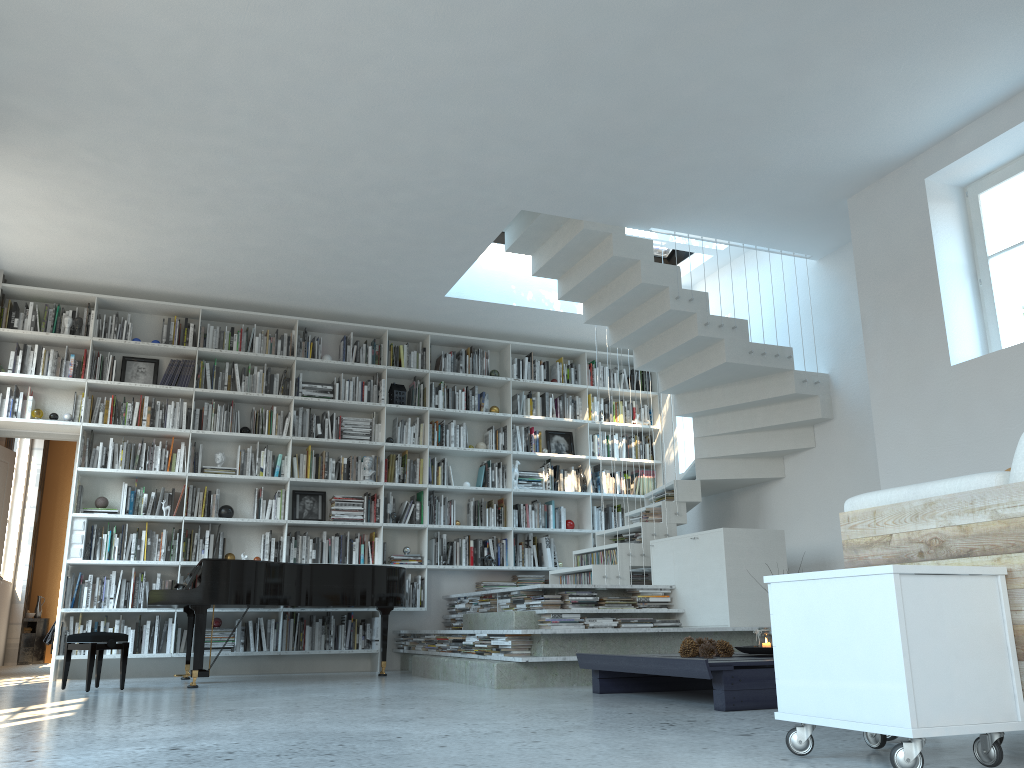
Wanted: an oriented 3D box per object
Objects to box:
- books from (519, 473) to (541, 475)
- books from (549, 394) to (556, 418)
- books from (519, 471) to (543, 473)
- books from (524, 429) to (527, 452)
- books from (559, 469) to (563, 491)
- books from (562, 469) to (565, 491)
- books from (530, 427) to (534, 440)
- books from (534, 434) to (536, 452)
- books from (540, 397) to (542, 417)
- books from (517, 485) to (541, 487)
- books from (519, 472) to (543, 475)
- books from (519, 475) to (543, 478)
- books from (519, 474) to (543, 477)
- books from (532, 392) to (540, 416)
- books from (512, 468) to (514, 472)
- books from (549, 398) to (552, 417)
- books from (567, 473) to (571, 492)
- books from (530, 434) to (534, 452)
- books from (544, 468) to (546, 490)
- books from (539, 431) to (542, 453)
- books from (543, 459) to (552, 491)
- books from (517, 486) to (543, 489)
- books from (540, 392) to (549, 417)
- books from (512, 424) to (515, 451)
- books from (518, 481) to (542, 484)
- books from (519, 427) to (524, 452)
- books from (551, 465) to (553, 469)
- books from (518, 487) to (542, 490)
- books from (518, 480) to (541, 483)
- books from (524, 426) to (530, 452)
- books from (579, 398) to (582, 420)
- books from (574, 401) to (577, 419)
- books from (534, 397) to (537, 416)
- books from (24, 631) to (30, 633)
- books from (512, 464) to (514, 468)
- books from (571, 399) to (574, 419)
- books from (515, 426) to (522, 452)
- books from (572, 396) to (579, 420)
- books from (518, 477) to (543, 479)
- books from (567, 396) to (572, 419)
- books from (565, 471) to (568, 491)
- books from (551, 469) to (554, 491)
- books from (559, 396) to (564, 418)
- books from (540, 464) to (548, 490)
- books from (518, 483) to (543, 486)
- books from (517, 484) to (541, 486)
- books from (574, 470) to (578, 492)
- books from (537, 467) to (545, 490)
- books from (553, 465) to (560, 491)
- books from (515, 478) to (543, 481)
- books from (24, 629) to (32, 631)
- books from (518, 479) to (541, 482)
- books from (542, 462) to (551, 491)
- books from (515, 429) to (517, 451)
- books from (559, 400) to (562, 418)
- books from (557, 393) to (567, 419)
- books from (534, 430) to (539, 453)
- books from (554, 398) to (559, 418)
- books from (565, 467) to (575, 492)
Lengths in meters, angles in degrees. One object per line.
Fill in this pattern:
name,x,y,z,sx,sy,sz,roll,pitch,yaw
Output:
books,0.143,0.909,8.819,0.254,0.012,0.161,5,-16,-19
books,0.400,0.259,9.100,0.048,0.282,0.162,5,-16,-21
books,0.142,0.886,8.825,0.285,0.012,0.160,5,-16,-19
books,0.105,0.595,8.904,0.043,0.268,0.131,5,-16,-21
books,0.471,0.992,8.928,0.031,0.241,0.147,5,-16,-21
books,0.493,0.996,8.957,0.031,0.249,0.133,5,-16,-21
books,0.182,0.587,8.910,0.014,0.284,0.176,5,-16,-21
books,0.203,0.625,8.913,0.033,0.212,0.153,5,-16,-21
books,0.263,0.266,9.037,0.025,0.238,0.143,5,-16,-21
books,0.142,1.025,8.783,0.254,0.012,0.161,4,-16,-17
books,0.142,0.898,8.822,0.285,0.012,0.160,6,-17,-23
books,0.145,0.931,8.806,0.285,0.012,0.160,7,-17,-26
books,0.143,0.921,8.816,0.285,0.012,0.160,5,-16,-19
books,0.243,0.238,9.026,0.026,0.287,0.156,5,-16,-21
books,-0.029,0.949,8.710,0.027,0.221,0.184,5,-16,-21
books,0.359,0.273,9.048,0.030,0.229,0.187,5,-16,-21
books,0.549,1.016,8.965,0.025,0.212,0.156,5,-16,-21
books,0.174,0.621,8.885,0.013,0.206,0.190,5,-16,-21
books,0.296,0.978,8.878,0.023,0.246,0.138,5,-16,-21
books,0.254,0.612,8.925,0.026,0.243,0.178,5,-16,-21
books,0.354,0.929,8.876,0.010,0.338,0.180,5,-16,-21
books,0.143,1.036,8.777,0.285,0.012,0.160,4,-16,-16
books,0.309,0.243,9.004,0.032,0.264,0.246,5,-16,-21
books,-0.003,0.566,8.853,0.015,0.300,0.141,5,-16,-21
books,0.144,0.989,8.791,0.254,0.012,0.161,7,-17,-26
books,0.083,0.582,8.887,0.012,0.284,0.160,5,-16,-21
books,0.383,0.967,8.906,0.013,0.279,0.131,5,-16,-21
books,0.142,1.048,8.777,0.254,0.012,0.161,7,-17,-25
books,0.140,0.980,8.803,0.254,0.012,0.161,5,-17,-21
books,0.139,0.582,8.895,0.012,0.286,0.177,5,-16,-21
books,0.677,0.291,9.196,0.031,0.264,0.170,5,-16,-21
books,0.627,0.303,9.178,0.022,0.233,0.159,5,-16,-21
books,0.213,0.266,9.029,0.024,0.235,0.147,5,-16,-21
books,-5.814,2.938,10.507,0.128,0.030,0.183,-1,-15,0
books,-0.015,0.937,8.753,0.028,0.266,0.138,5,-16,-21
books,0.593,0.294,9.156,0.030,0.240,0.162,5,-16,-21
books,0.046,0.575,8.867,0.065,0.288,0.146,5,-16,-21
books,0.650,0.280,9.190,0.026,0.283,0.147,5,-16,-21
books,0.143,0.944,8.810,0.285,0.012,0.160,5,-16,-19
books,0.565,0.274,9.142,0.036,0.271,0.177,5,-16,-21
books,0.521,1.005,8.964,0.028,0.234,0.129,5,-16,-21
books,0.370,0.982,8.877,0.030,0.236,0.179,5,-16,-21
books,0.490,0.274,9.124,0.023,0.263,0.156,5,-16,-21
books,0.323,0.960,8.886,0.012,0.284,0.160,5,-16,-21
books,0.141,1.003,8.793,0.285,0.012,0.160,6,-17,-23
books,0.140,1.014,8.790,0.254,0.012,0.161,5,-16,-19
books,0.607,1.003,8.969,0.041,0.238,0.177,5,-16,-21
books,0.287,0.968,8.857,0.012,0.253,0.161,5,-16,-21
books,0.422,0.966,8.908,0.059,0.281,0.167,5,-16,-21
books,0.144,0.955,8.804,0.285,0.012,0.160,6,-17,-24
books,-5.818,2.912,10.512,0.133,0.022,0.189,-9,-17,28
books,0.146,0.966,8.798,0.254,0.012,0.161,4,-16,-16
books,0.343,0.947,8.868,0.011,0.299,0.184,5,-16,-21
books,0.013,0.590,8.843,0.011,0.247,0.156,5,-16,-21
books,0.469,0.292,9.100,0.031,0.217,0.166,5,-16,-21
books,0.515,0.258,9.124,0.022,0.293,0.181,5,-16,-21
books,0.228,0.608,8.927,0.021,0.252,0.167,5,-16,-21
books,0.438,0.276,9.084,0.014,0.239,0.190,5,-16,-21
books,0.579,0.984,8.959,0.021,0.270,0.192,5,-16,-21
